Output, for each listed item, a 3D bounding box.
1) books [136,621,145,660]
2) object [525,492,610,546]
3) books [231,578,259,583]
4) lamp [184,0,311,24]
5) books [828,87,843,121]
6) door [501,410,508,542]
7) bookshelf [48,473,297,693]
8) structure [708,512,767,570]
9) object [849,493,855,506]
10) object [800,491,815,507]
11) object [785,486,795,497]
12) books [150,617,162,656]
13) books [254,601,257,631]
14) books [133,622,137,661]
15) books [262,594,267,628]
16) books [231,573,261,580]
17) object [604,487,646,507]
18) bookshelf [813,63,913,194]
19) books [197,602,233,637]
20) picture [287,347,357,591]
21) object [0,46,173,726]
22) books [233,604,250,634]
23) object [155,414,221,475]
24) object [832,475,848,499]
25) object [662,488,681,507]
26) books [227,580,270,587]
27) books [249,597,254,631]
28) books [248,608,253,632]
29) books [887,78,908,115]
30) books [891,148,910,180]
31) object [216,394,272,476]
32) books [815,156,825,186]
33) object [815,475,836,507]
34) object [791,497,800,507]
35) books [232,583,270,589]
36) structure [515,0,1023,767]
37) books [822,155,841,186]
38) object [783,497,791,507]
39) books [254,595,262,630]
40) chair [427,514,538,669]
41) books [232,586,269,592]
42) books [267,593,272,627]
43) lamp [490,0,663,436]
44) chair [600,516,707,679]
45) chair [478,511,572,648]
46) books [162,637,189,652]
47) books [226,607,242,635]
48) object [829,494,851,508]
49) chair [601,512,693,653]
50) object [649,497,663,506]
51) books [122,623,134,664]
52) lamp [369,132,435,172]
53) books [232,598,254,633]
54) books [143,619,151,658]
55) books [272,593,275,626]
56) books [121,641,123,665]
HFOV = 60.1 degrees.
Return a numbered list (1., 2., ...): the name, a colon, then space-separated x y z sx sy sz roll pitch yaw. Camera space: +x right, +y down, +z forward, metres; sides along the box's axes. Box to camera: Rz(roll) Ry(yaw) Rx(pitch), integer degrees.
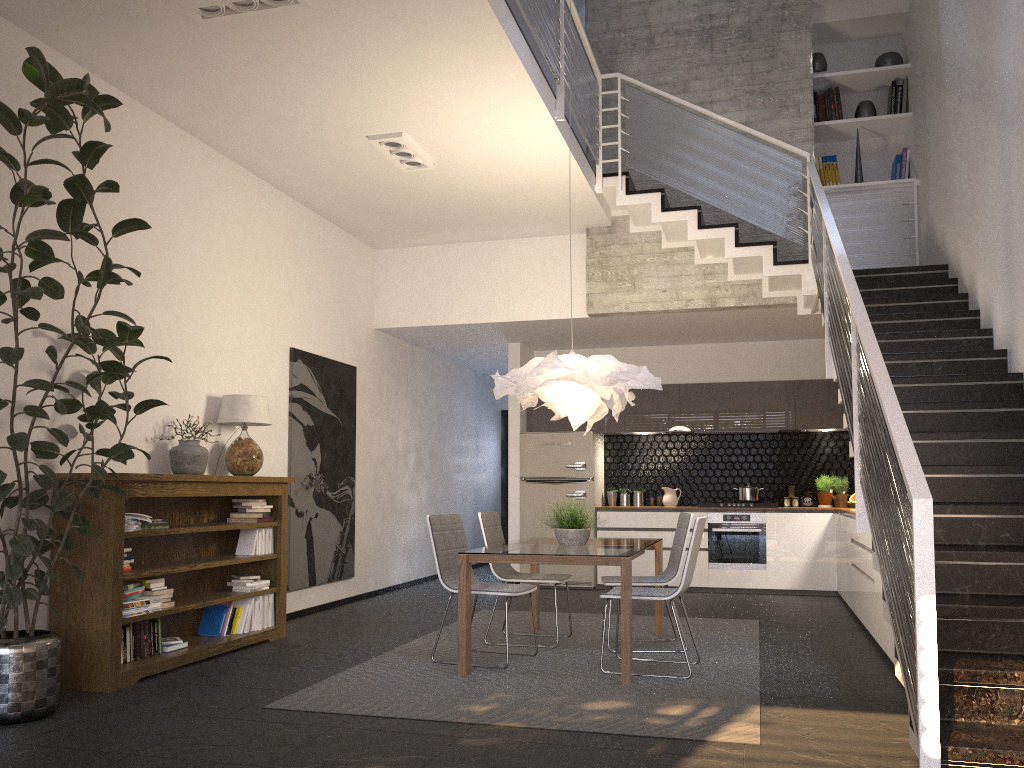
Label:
1. books: -2.250 1.500 5.195 0.171 0.224 0.083 -1 -4 15
2. object: 0.389 0.901 5.891 0.531 0.366 0.671 -1 -6 11
3. books: -1.879 1.381 6.250 0.155 0.022 0.206 1 -7 -4
4. lamp: -1.357 -1.941 4.434 0.645 0.066 0.254 -2 -7 15
5. books: 3.019 -2.536 8.277 0.134 0.381 0.273 -1 -5 15
6. door: 0.384 1.535 13.421 1.108 2.307 0.161 -1 -4 15
7. bookshelf: -2.074 1.174 5.683 0.451 1.167 1.927 -1 -6 15
8. structure: 2.414 1.666 9.478 0.588 0.586 0.586 -1 -5 15
9. object: 3.623 1.197 9.182 0.236 0.174 0.218 -6 -8 44
10. object: 3.194 1.245 9.567 0.141 0.173 0.142 -1 -5 15
11. object: 3.023 1.169 9.616 0.083 0.113 0.083 0 -5 -5
12. books: -2.204 1.506 5.319 0.167 0.240 0.104 -1 -4 15
13. books: -1.873 1.635 6.256 0.155 0.204 0.020 -1 -4 15
14. books: -2.264 1.486 5.146 0.171 0.240 0.055 -1 -4 15
15. books: -1.843 1.628 6.359 0.174 0.243 0.019 -1 -4 15
16. books: -1.880 1.359 6.258 0.147 0.023 0.222 4 -8 -33
17. object: 1.291 1.282 10.069 0.482 0.220 0.173 -1 -5 12
18. bookshelf: 3.122 -2.251 8.152 0.973 1.102 0.444 -1 -4 15
19. books: -2.018 1.597 6.031 0.171 0.226 0.165 -1 -5 15
20. picture: -1.688 0.771 7.956 0.033 2.020 1.238 -1 -5 15
21. object: -2.209 -0.002 4.297 0.908 3.187 2.020 0 -5 -7
22. books: -1.910 1.623 6.123 0.155 0.193 0.105 -1 -5 15
23. object: -2.123 0.396 5.805 0.385 0.411 0.276 1 -5 -6
24. object: 3.499 1.124 9.426 0.184 0.378 0.170 3 -5 -37
25. object: 1.786 1.269 9.937 0.190 0.214 0.172 -3 -6 29
26. books: -1.862 1.405 6.259 0.175 0.023 0.244 -3 -7 25
27. books: -1.900 1.614 6.238 0.175 0.242 0.024 -1 -4 15
28. books: -1.892 1.627 6.185 0.155 0.202 0.073 -1 -4 15
29. books: 3.528 -2.553 8.118 0.160 0.380 0.267 -1 -5 15
30. books: 3.542 -1.924 8.093 0.146 0.381 0.273 -1 -5 15
31. object: -1.935 0.381 6.400 0.389 0.580 0.391 1 -5 -15
32. books: 2.847 -1.896 8.285 0.159 0.371 0.273 -1 -5 15
33. object: 3.368 1.143 9.482 0.245 0.352 0.235 -2 -5 19
34. object: 3.077 1.280 9.603 0.083 0.113 0.083 -2 -5 25
35. books: -1.841 1.427 6.252 0.174 0.019 0.245 -1 -7 5
36. structure: 1.123 -2.257 6.925 4.235 8.276 8.495 -1 -5 15
37. books: 2.972 -1.901 8.250 0.171 0.372 0.273 -1 -5 15
38. object: 2.994 1.283 9.630 0.083 0.113 0.083 -1 -5 15
39. books: -1.857 1.618 6.276 0.175 0.242 0.024 -1 -4 15
40. chair: -0.193 1.294 5.639 0.602 0.916 0.476 -2 -5 25
41. books: -1.844 1.446 6.247 0.155 0.020 0.206 -3 -7 25
42. books: -1.826 1.637 6.428 0.175 0.242 0.024 -1 -4 15
43. lamp: 0.406 -2.249 6.083 1.118 5.193 1.065 -2 -4 26
44. chair: 0.866 1.258 5.333 0.602 0.916 0.477 -2 -5 18
45. chair: 0.094 1.375 6.321 0.602 0.916 0.477 -1 -5 16
46. books: -2.144 1.618 5.492 0.270 0.050 0.259 4 -8 -29
47. books: -1.955 1.628 6.084 0.146 0.182 0.147 -2 -5 19
48. object: 3.462 1.231 9.314 0.124 0.140 0.210 4 -7 -40
49. chair: 0.928 1.348 6.091 0.601 0.916 0.477 0 -4 1
50. object: 1.625 1.329 10.013 0.160 0.110 0.078 -2 -5 20
51. books: -2.275 1.480 5.089 0.167 0.240 0.099 -1 -4 15
52. lamp: -0.794 -1.700 6.465 0.253 0.066 0.648 -2 -7 15
53. books: -1.898 1.608 6.162 0.174 0.234 0.101 -1 -4 15
54. books: -2.234 1.499 5.254 0.171 0.240 0.085 -1 -4 15
55. books: -1.816 1.640 6.458 0.174 0.243 0.040 -1 -4 15
56. books: -2.303 1.472 5.005 0.171 0.234 0.108 -1 -4 15
